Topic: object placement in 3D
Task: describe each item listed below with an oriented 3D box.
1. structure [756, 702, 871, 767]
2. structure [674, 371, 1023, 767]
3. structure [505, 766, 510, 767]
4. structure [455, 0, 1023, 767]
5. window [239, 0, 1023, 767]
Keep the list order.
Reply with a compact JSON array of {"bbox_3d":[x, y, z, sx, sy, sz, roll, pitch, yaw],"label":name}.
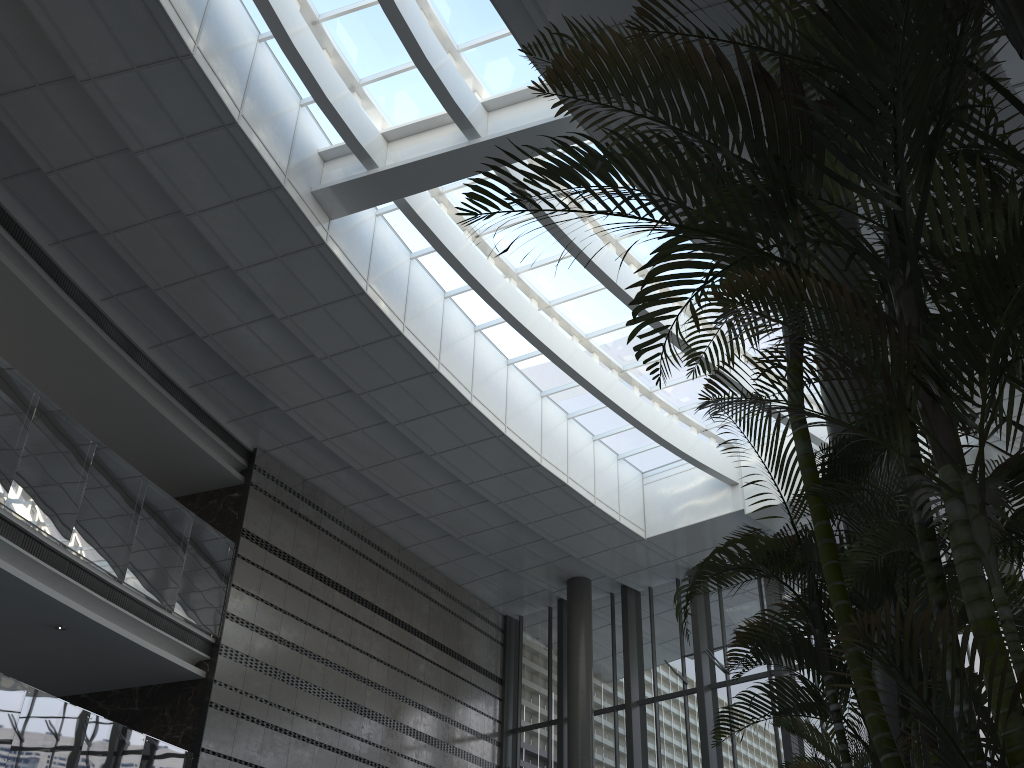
[{"bbox_3d":[2.443,3.746,5.972,1.410,3.045,1.380,-9,-32,18],"label":"structure"},{"bbox_3d":[1.587,1.665,3.439,1.646,3.282,2.314,-9,-33,17],"label":"structure"},{"bbox_3d":[-0.874,7.586,11.884,2.610,4.100,2.677,-23,-39,34],"label":"structure"},{"bbox_3d":[1.042,0.106,2.070,2.429,4.100,2.869,-7,-33,14],"label":"structure"},{"bbox_3d":[-0.541,1.707,8.063,20.078,8.895,14.288,29,-44,-33],"label":"window"}]
